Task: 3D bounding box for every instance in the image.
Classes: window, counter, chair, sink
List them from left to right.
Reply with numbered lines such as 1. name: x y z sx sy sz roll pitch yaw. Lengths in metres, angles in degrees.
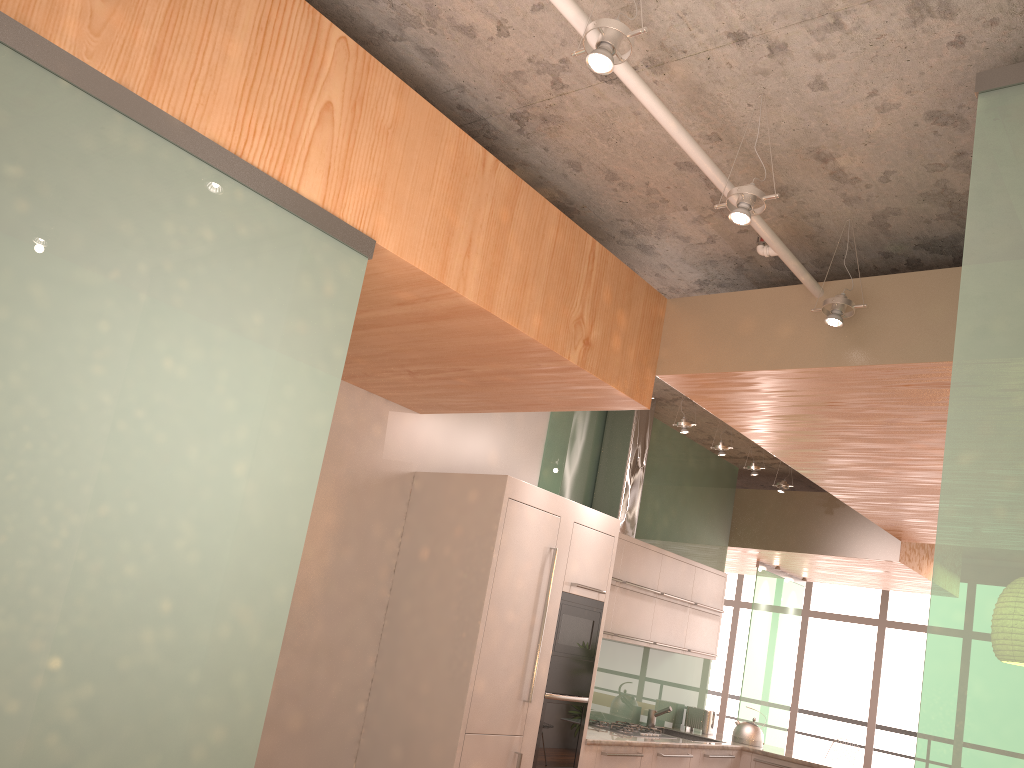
1. sink: 1.335 2.814 7.124 0.618 0.376 0.653 -1 -18 40
2. counter: 2.191 2.048 6.131 3.228 1.323 3.118 -2 -19 39
3. chair: 4.056 4.893 11.036 0.545 0.885 0.570 1 -15 40
4. window: 4.722 3.882 11.460 8.592 3.220 0.063 -2 -16 40

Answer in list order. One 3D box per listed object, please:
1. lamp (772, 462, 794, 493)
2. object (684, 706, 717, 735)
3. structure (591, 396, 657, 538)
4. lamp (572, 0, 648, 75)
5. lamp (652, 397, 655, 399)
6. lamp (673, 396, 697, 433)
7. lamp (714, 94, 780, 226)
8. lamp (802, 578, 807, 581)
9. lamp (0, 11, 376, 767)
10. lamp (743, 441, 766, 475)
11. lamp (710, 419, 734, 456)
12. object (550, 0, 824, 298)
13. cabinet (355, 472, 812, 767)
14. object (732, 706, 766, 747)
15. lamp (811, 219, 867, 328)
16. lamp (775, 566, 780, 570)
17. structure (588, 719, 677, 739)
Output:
1. lamp: 2.218 0.653 7.156 0.153 0.462 0.105 9 -11 8
2. object: 1.664 2.965 7.774 0.238 0.198 0.156 -1 -17 40
3. structure: 0.840 0.603 6.688 0.256 1.113 0.266 2 -14 40
4. lamp: 0.282 -1.051 2.336 0.198 0.474 0.136 9 -11 8
5. lamp: 0.830 -0.082 5.460 0.153 0.462 0.105 9 -11 8
6. lamp: 1.176 0.101 5.882 0.153 0.462 0.105 9 -11 8
7. lamp: 0.814 -0.770 2.985 0.198 0.474 0.136 9 -11 8
8. lamp: 3.281 1.961 9.823 0.103 0.462 0.156 8 -11 13
9. lamp: 1.824 1.217 4.021 8.300 3.341 0.449 19 -13 -30
10. lamp: 1.871 0.469 6.731 0.153 0.462 0.105 9 -11 8
11. lamp: 1.523 0.285 6.307 0.153 0.462 0.105 9 -11 8
12. object: -0.047 -1.154 2.243 0.135 0.110 4.556 -1 -19 39
13. cabinet: 1.253 2.255 6.033 1.920 2.235 4.314 0 -18 40
14. object: 2.014 2.899 7.488 0.265 0.300 0.264 19 -15 -32
15. lamp: 1.378 -0.471 3.674 0.198 0.474 0.136 9 -11 8
16. lamp: 2.816 1.715 9.254 0.103 0.462 0.156 8 -11 13
17. structure: 0.864 2.568 6.589 0.491 0.038 0.687 -2 -20 39
